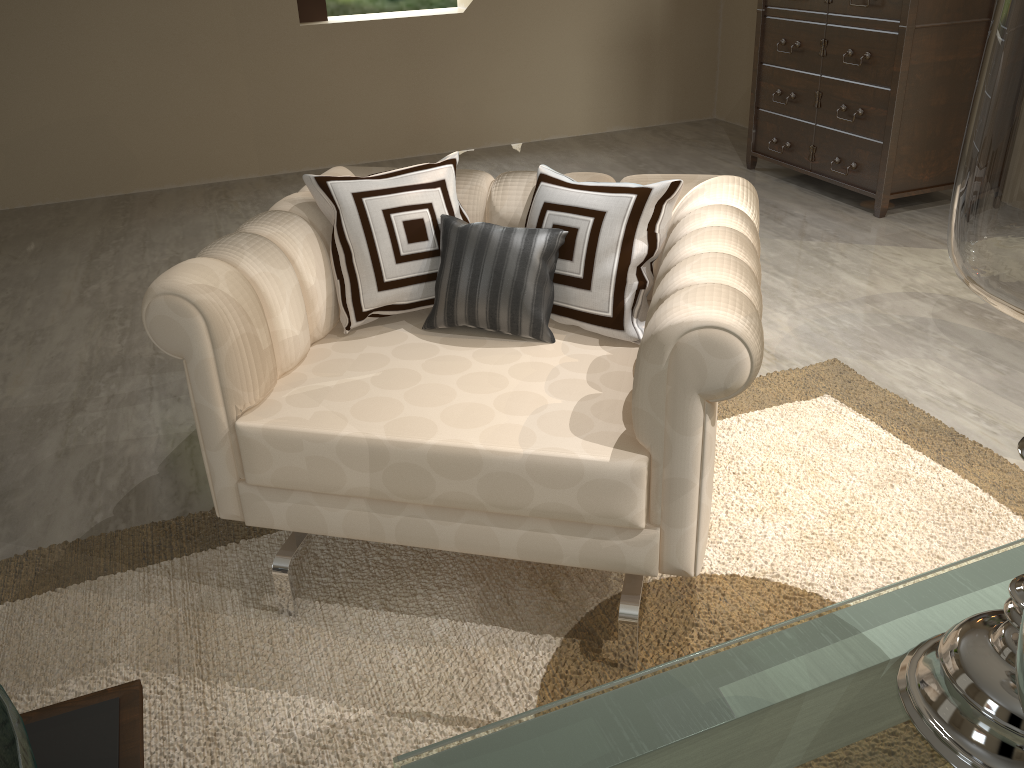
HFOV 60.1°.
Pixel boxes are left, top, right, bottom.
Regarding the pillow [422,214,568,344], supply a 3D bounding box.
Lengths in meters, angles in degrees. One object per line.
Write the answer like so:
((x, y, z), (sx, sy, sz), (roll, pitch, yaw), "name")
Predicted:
((-0.027, -0.170, 1.453), (0.251, 0.183, 0.131), (5, 27, 15), "pillow")

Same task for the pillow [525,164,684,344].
((0.133, -0.220, 1.493), (0.302, 0.263, 0.200), (18, 33, 35), "pillow")

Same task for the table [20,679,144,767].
((-0.530, 0.538, 0.882), (0.337, 0.153, 0.392), (-12, 29, -18), "table")

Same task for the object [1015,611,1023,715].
((0.394, 0.193, 0.460), (0.237, 0.494, 0.240), (-13, 28, -20), "object")

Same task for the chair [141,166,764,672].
((-0.032, -0.020, 1.506), (0.850, 0.541, 0.725), (4, 28, 13), "chair")

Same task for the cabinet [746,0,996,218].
((1.275, -1.124, 3.242), (0.429, 0.796, 0.839), (-12, 28, -18), "cabinet")

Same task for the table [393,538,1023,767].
((0.631, 0.650, 0.465), (1.060, 0.338, 1.324), (-12, 29, -18), "table")

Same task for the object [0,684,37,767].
((-0.545, 0.395, 0.812), (0.379, 0.174, 0.198), (22, 36, 39), "object")

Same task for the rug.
((0.058, 0.857, 0.396), (2.679, 0.022, 3.024), (-12, 29, -18), "rug")

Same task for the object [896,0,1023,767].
((0.443, -0.006, 0.647), (0.251, 0.669, 0.255), (-9, 27, -14), "object")

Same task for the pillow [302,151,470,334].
((-0.190, -0.250, 1.536), (0.285, 0.246, 0.188), (-16, 29, -24), "pillow")
